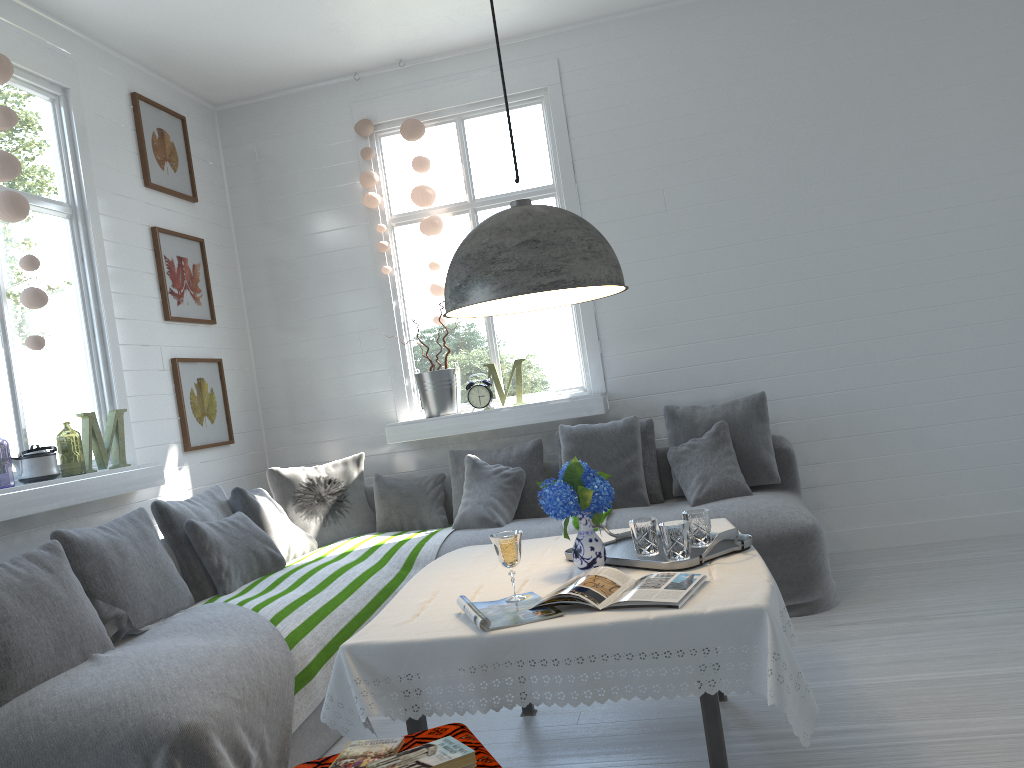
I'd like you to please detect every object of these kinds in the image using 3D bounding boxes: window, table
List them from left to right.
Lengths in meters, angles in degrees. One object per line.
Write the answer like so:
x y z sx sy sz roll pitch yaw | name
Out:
-2.366 -0.595 4.216 0.254 2.398 1.481 -8 0 11 | window
-0.259 -0.890 6.006 1.483 2.398 0.378 -8 0 11 | window
0.252 0.957 2.917 1.328 0.725 1.669 -8 0 12 | table

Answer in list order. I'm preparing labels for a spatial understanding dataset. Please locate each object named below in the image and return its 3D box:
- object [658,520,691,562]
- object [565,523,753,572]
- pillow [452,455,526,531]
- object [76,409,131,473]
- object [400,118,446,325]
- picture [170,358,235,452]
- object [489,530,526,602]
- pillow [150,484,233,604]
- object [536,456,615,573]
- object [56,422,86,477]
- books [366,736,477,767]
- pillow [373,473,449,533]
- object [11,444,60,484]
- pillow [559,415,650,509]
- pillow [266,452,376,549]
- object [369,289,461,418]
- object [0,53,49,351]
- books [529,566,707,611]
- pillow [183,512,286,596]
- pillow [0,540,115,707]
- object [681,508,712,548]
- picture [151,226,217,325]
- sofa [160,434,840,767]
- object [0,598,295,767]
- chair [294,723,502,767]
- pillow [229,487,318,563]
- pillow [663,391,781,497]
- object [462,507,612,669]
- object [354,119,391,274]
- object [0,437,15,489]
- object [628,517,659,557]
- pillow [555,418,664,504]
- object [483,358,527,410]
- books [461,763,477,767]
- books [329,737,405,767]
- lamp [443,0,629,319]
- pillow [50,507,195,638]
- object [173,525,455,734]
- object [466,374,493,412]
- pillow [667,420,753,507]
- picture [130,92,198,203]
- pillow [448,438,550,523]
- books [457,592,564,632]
0.513 0.492 2.774 0.096 0.119 0.095 -8 0 36 | object
0.477 0.523 2.971 0.398 0.092 0.652 -8 -1 -36 | object
-0.157 0.662 5.431 0.380 0.463 0.416 -8 0 26 | pillow
-2.128 0.297 4.619 0.052 0.311 0.330 -8 0 21 | object
-0.578 -1.111 6.065 0.196 1.427 0.200 -9 1 -38 | object
-1.983 0.123 5.711 0.036 0.580 0.555 -8 0 11 | picture
-0.003 0.524 2.547 0.098 0.192 0.098 -8 0 32 | object
-1.592 0.836 4.691 0.279 0.561 0.638 -8 0 12 | pillow
0.217 0.418 2.851 0.266 0.377 0.236 -8 0 13 | object
-2.178 0.321 4.373 0.111 0.270 0.110 -8 0 29 | object
-0.185 0.765 1.795 0.189 0.022 0.133 -8 -1 -28 | books
-0.642 0.771 5.798 0.495 0.438 0.280 -8 0 13 | pillow
-2.226 0.371 4.140 0.208 0.174 0.186 -8 0 -8 | object
0.557 0.505 5.412 0.509 0.573 0.295 -8 0 11 | pillow
-1.189 0.768 5.765 0.638 0.561 0.396 -8 0 -39 | pillow
-0.533 -0.248 5.766 0.634 0.936 0.848 -9 0 -32 | object
-2.372 -0.863 4.192 0.197 1.427 0.200 -8 1 22 | object
0.294 0.560 2.452 0.423 0.049 0.300 -9 -1 26 | books
-1.463 0.873 4.593 0.278 0.445 0.527 -8 0 26 | pillow
-1.785 0.878 3.280 0.279 0.522 0.638 -8 0 11 | pillow
0.616 0.478 2.935 0.096 0.119 0.095 -8 0 36 | object
-2.102 -0.682 5.704 0.036 0.580 0.555 -8 0 11 | picture
-0.130 0.989 4.231 3.409 0.899 3.392 -8 0 11 | sofa
-1.376 1.170 3.208 1.211 0.924 1.686 -8 0 -38 | object
-0.209 1.099 1.886 0.419 0.563 0.419 -8 0 -19 | chair
-1.437 0.823 5.178 0.344 0.526 0.616 -8 0 10 | pillow
1.266 0.366 5.403 0.639 0.561 0.278 -8 0 12 | pillow
0.256 0.912 4.845 0.623 0.833 1.578 -8 0 36 | object
-0.968 -1.303 6.184 0.152 1.089 0.150 -9 1 -13 | object
-2.263 0.329 3.894 0.111 0.270 0.110 -8 0 29 | object
0.439 0.504 2.919 0.095 0.119 0.095 -8 0 -4 | object
0.599 0.518 5.552 0.641 0.520 0.280 -8 0 12 | pillow
-0.049 0.004 6.015 0.330 0.311 0.052 -8 0 1 | object
-0.177 0.790 1.795 0.129 0.030 0.182 -9 -1 33 | books
-0.324 0.823 1.945 0.133 0.012 0.189 -8 -1 9 | books
-0.074 -1.272 2.840 0.600 2.045 0.601 -9 0 -18 | lamp
-1.738 0.849 4.009 0.280 0.520 0.641 -8 0 12 | pillow
-1.055 1.199 4.257 1.044 0.473 3.162 -8 -1 12 | object
-0.215 0.057 5.922 0.182 0.250 0.075 -8 0 11 | object
1.143 0.467 5.167 0.380 0.463 0.416 -8 0 -3 | pillow
-2.223 -1.503 5.697 0.036 0.580 0.555 -8 0 11 | picture
-0.091 0.650 5.682 0.639 0.522 0.278 -8 0 11 | pillow
-0.012 0.611 2.441 0.228 0.043 0.300 -8 -1 -15 | books
